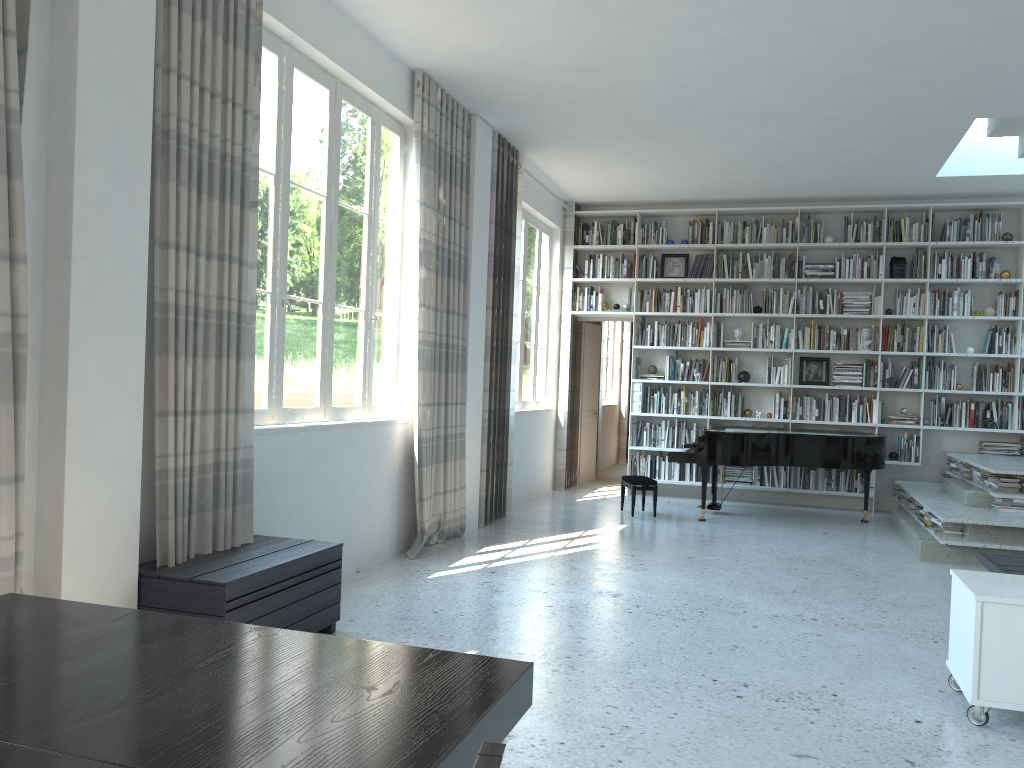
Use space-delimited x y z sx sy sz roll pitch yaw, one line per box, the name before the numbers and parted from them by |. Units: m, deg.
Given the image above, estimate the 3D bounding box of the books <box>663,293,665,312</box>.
books | 1.691 -0.884 9.805 0.014 0.218 0.164 2 1 17

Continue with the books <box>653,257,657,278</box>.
books | 1.586 -1.273 9.835 0.012 0.255 0.166 2 1 17

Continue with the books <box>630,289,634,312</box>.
books | 1.356 -0.922 9.934 0.044 0.269 0.134 2 1 17

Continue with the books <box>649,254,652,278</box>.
books | 1.547 -1.288 9.849 0.005 0.281 0.190 2 1 17

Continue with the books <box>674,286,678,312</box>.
books | 1.808 -0.922 9.782 0.014 0.304 0.151 2 1 17

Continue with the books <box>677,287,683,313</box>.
books | 1.844 -0.912 9.746 0.030 0.286 0.185 2 1 17

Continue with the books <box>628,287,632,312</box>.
books | 1.324 -0.931 9.922 0.012 0.285 0.159 2 1 17

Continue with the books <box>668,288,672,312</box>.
books | 1.747 -0.909 9.793 0.014 0.273 0.180 2 1 17

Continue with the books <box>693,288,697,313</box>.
books | 2.006 -0.903 9.709 0.012 0.281 0.188 2 1 17

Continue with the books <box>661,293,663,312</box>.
books | 1.672 -0.891 9.828 0.012 0.230 0.149 2 1 17

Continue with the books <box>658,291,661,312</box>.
books | 1.643 -0.902 9.832 0.047 0.250 0.134 2 1 17

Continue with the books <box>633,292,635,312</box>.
books | 1.381 -0.899 9.872 0.021 0.224 0.231 2 0 17

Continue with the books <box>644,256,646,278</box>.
books | 1.486 -1.280 9.865 0.009 0.260 0.184 2 1 17

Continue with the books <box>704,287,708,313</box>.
books | 2.120 -0.903 9.675 0.022 0.289 0.169 2 1 17

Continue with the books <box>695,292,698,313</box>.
books | 2.024 -0.878 9.699 0.030 0.231 0.172 2 1 17

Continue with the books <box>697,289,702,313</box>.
books | 2.050 -0.893 9.691 0.022 0.263 0.174 2 1 17

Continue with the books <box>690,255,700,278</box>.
books | 2.013 -1.267 9.727 0.110 0.279 0.174 2 1 17

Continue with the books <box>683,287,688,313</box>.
books | 1.905 -0.910 9.752 0.025 0.286 0.161 2 1 17

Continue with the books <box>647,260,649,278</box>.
books | 1.520 -1.258 9.847 0.018 0.219 0.186 2 1 17

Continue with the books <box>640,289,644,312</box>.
books | 1.446 -0.916 9.879 0.012 0.263 0.180 2 1 17

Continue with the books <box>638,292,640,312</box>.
books | 1.431 -0.901 9.893 0.022 0.232 0.151 2 1 17

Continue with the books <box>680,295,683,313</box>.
books | 1.869 -0.866 9.735 0.029 0.195 0.192 2 1 17

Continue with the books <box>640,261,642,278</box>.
books | 1.449 -1.253 9.887 0.015 0.207 0.172 2 1 17

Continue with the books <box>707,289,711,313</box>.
books | 2.146 -0.890 9.664 0.035 0.264 0.177 2 1 17

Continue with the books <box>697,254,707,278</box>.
books | 2.079 -1.267 9.685 0.097 0.282 0.174 2 1 17

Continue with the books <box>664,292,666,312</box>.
books | 1.706 -0.889 9.808 0.011 0.229 0.170 2 1 17

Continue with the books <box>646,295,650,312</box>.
books | 1.519 -0.879 9.848 0.026 0.195 0.175 2 1 17

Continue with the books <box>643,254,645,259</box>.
books | 1.471 -1.295 9.883 0.006 0.289 0.144 2 1 17

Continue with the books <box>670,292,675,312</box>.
books | 1.777 -0.891 9.789 0.047 0.238 0.162 2 1 17

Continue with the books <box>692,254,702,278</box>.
books | 2.029 -1.266 9.703 0.110 0.279 0.174 2 1 17

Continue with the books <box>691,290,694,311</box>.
books | 1.989 -0.894 9.733 0.035 0.260 0.131 2 1 17

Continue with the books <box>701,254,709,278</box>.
books | 2.117 -1.269 9.695 0.078 0.286 0.174 2 1 17

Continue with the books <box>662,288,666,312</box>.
books | 1.683 -0.914 9.820 0.012 0.277 0.150 2 1 17

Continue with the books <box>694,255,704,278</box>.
books | 2.056 -1.265 9.713 0.110 0.279 0.174 2 1 17

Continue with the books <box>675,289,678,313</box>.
books | 1.820 -0.906 9.759 0.023 0.271 0.187 2 1 17

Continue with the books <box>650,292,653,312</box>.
books | 1.560 -0.895 9.848 0.030 0.230 0.172 2 1 17

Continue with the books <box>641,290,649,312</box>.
books | 1.486 -0.912 9.884 0.062 0.258 0.153 2 1 17

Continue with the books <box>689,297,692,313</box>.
books | 1.965 -0.857 9.735 0.022 0.186 0.136 2 1 17

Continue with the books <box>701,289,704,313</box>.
books | 2.091 -0.893 9.701 0.024 0.266 0.155 2 1 17

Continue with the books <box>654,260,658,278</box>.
books | 1.595 -1.252 9.824 0.012 0.214 0.185 2 1 17

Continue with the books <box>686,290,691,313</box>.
books | 1.943 -0.896 9.744 0.029 0.261 0.157 2 1 17

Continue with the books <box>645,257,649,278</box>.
books | 1.498 -1.272 9.849 0.004 0.246 0.189 2 1 17

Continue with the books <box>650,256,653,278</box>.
books | 1.557 -1.276 9.836 0.023 0.258 0.183 2 1 17

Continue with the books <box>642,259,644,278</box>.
books | 1.472 -1.264 9.866 0.009 0.228 0.184 2 1 17

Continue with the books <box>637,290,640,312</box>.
books | 1.418 -0.912 9.906 0.012 0.254 0.161 2 1 17

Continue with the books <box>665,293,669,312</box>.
books | 1.724 -0.882 9.795 0.031 0.217 0.173 2 1 17

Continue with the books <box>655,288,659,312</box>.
books | 1.610 -0.917 9.824 0.011 0.277 0.164 2 1 17

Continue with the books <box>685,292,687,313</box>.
books | 1.919 -0.882 9.736 0.013 0.232 0.171 2 1 17

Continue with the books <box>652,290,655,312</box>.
books | 1.582 -0.905 9.840 0.014 0.252 0.187 2 1 17

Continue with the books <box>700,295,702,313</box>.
books | 2.069 -0.864 9.698 0.013 0.206 0.172 2 1 17

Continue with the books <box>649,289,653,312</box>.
books | 1.543 -0.912 9.858 0.010 0.263 0.151 2 1 17

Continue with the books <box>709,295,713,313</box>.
books | 2.173 -0.858 9.629 0.039 0.202 0.236 2 0 17

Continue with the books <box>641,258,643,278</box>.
books | 1.459 -1.270 9.884 0.005 0.238 0.154 2 1 17

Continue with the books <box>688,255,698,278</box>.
books | 1.988 -1.268 9.725 0.110 0.279 0.174 2 1 17

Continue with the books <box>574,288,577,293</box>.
books | 0.709 -0.948 10.095 0.011 0.272 0.188 2 1 17

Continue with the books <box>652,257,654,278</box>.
books | 1.575 -1.271 9.840 0.011 0.250 0.168 2 1 17

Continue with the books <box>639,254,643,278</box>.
books | 1.439 -1.294 9.886 0.006 0.287 0.148 2 1 17

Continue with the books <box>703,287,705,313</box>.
books | 2.100 -0.905 9.668 0.012 0.291 0.182 2 1 17

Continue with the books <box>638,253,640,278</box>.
books | 1.423 -1.299 9.881 0.005 0.293 0.184 2 1 17
